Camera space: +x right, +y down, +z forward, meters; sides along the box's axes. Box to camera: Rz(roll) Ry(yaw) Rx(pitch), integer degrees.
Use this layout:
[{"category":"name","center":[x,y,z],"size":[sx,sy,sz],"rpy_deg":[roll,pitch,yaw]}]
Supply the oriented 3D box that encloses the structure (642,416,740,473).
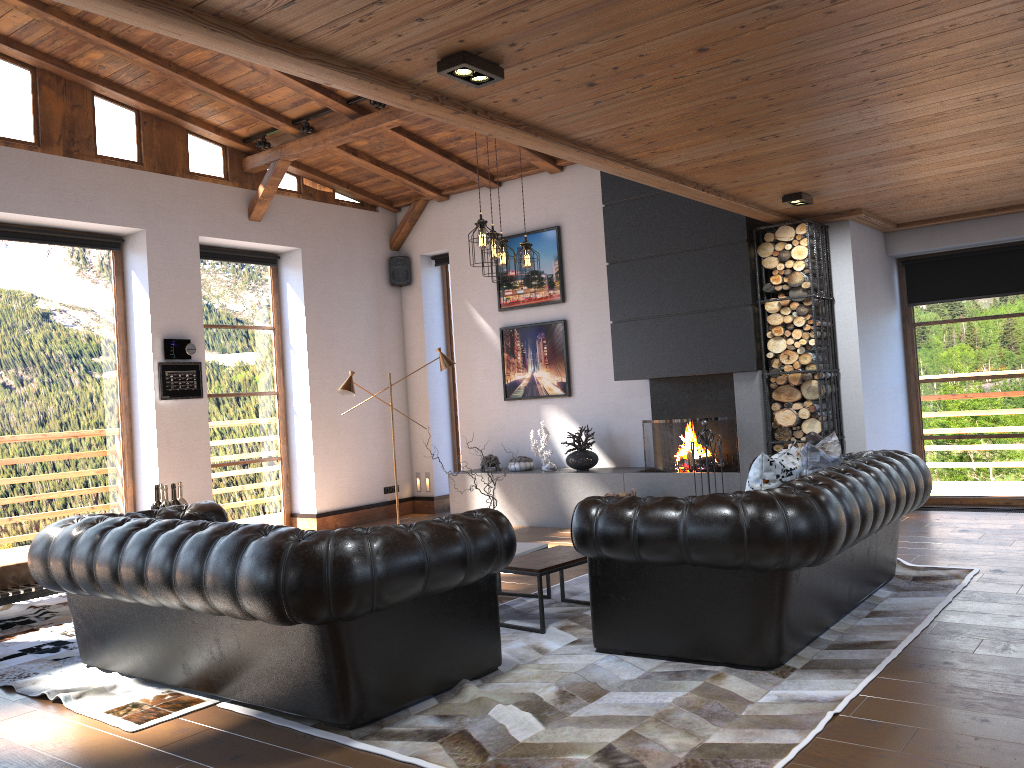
[{"category":"structure","center":[1.590,0.574,8.097],"size":[0.970,0.514,0.185],"rpy_deg":[-5,-2,37]}]

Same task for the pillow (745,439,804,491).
[{"category":"pillow","center":[1.417,0.554,4.817],"size":[0.280,0.469,0.535],"rpy_deg":[-5,-2,40]}]

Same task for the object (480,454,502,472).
[{"category":"object","center":[-0.232,0.855,9.625],"size":[0.227,0.183,0.404],"rpy_deg":[-3,-1,-9]}]

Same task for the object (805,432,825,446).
[{"category":"object","center":[2.250,0.497,6.389],"size":[0.249,0.319,0.148],"rpy_deg":[-3,-2,-12]}]

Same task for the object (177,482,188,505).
[{"category":"object","center":[-2.182,0.788,5.842],"size":[0.088,0.286,0.086],"rpy_deg":[-2,-2,-43]}]

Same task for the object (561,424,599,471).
[{"category":"object","center":[0.697,0.640,8.915],"size":[0.337,0.455,0.338],"rpy_deg":[-3,-2,-27]}]

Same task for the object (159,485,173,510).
[{"category":"object","center":[-2.203,0.786,5.646],"size":[0.087,0.286,0.088],"rpy_deg":[-4,-2,14]}]

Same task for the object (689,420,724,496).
[{"category":"object","center":[1.677,0.812,7.562],"size":[0.309,1.018,0.306],"rpy_deg":[-3,-2,-7]}]

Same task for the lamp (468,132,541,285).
[{"category":"lamp","center":[-0.136,-1.820,6.204],"size":[0.259,2.202,0.811],"rpy_deg":[-5,-2,28]}]

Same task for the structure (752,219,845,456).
[{"category":"structure","center":[2.478,-0.044,7.582],"size":[0.496,2.618,0.518],"rpy_deg":[-5,-2,37]}]

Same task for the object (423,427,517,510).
[{"category":"object","center":[-0.187,0.638,5.512],"size":[0.627,0.808,0.401],"rpy_deg":[-2,-2,-42]}]

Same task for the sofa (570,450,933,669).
[{"category":"sofa","center":[1.519,0.862,4.995],"size":[1.224,0.838,2.596],"rpy_deg":[-5,-1,37]}]

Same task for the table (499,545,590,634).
[{"category":"table","center":[0.234,1.186,5.192],"size":[0.395,0.350,0.658],"rpy_deg":[-5,-2,42]}]

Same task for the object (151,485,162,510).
[{"category":"object","center":[-2.282,0.792,5.710],"size":[0.088,0.286,0.087],"rpy_deg":[-3,-2,-13]}]

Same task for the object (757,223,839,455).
[{"category":"object","center":[2.479,-0.037,7.594],"size":[0.488,2.613,0.472],"rpy_deg":[-5,-2,37]}]

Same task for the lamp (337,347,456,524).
[{"category":"lamp","center":[-1.211,0.587,9.248],"size":[1.337,1.899,0.521],"rpy_deg":[-3,-2,-32]}]

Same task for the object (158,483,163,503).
[{"category":"object","center":[-2.293,0.794,5.802],"size":[0.088,0.286,0.086],"rpy_deg":[-2,-2,-40]}]

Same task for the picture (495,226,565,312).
[{"category":"picture","center":[0.176,-1.238,9.620],"size":[0.869,0.816,0.036],"rpy_deg":[-5,-2,37]}]

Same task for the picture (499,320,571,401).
[{"category":"picture","center":[0.240,-0.245,9.590],"size":[0.869,0.816,0.036],"rpy_deg":[-5,-2,37]}]

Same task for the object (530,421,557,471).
[{"category":"object","center":[0.312,0.642,9.122],"size":[0.258,0.532,0.428],"rpy_deg":[-4,-1,6]}]

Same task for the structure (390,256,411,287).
[{"category":"structure","center":[-1.346,-1.354,10.666],"size":[0.211,0.349,0.216],"rpy_deg":[-5,-2,37]}]

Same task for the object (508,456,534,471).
[{"category":"object","center":[0.092,0.842,9.405],"size":[0.277,0.161,0.262],"rpy_deg":[-5,-2,39]}]

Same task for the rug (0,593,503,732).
[{"category":"rug","center":[-2.290,1.517,5.806],"size":[3.762,0.053,2.461],"rpy_deg":[-4,-1,38]}]

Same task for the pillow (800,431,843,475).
[{"category":"pillow","center":[1.835,0.536,5.363],"size":[0.280,0.469,0.535],"rpy_deg":[-5,-2,40]}]

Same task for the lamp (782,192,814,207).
[{"category":"lamp","center":[2.164,-1.402,6.714],"size":[0.153,0.068,0.264],"rpy_deg":[-5,-1,37]}]

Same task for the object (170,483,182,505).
[{"category":"object","center":[-2.189,0.787,5.744],"size":[0.087,0.286,0.088],"rpy_deg":[-4,-2,15]}]

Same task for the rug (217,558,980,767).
[{"category":"rug","center":[0.849,1.296,4.832],"size":[2.402,0.053,4.092],"rpy_deg":[-5,-1,38]}]

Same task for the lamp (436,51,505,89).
[{"category":"lamp","center":[-0.170,-1.304,3.664],"size":[0.153,0.068,0.264],"rpy_deg":[-5,-1,37]}]

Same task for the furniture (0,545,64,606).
[{"category":"furniture","center":[-3.199,1.400,6.742],"size":[1.161,0.437,2.792],"rpy_deg":[-5,-1,37]}]

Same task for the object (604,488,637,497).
[{"category":"object","center":[0.975,1.164,7.983],"size":[0.388,0.431,0.380],"rpy_deg":[-3,-2,-27]}]

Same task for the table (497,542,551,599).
[{"category":"table","center":[-0.103,1.213,5.491],"size":[0.396,0.350,0.657],"rpy_deg":[-5,-1,32]}]

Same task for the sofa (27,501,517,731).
[{"category":"sofa","center":[-1.310,1.035,4.425],"size":[2.535,0.838,1.254],"rpy_deg":[-5,-1,36]}]
